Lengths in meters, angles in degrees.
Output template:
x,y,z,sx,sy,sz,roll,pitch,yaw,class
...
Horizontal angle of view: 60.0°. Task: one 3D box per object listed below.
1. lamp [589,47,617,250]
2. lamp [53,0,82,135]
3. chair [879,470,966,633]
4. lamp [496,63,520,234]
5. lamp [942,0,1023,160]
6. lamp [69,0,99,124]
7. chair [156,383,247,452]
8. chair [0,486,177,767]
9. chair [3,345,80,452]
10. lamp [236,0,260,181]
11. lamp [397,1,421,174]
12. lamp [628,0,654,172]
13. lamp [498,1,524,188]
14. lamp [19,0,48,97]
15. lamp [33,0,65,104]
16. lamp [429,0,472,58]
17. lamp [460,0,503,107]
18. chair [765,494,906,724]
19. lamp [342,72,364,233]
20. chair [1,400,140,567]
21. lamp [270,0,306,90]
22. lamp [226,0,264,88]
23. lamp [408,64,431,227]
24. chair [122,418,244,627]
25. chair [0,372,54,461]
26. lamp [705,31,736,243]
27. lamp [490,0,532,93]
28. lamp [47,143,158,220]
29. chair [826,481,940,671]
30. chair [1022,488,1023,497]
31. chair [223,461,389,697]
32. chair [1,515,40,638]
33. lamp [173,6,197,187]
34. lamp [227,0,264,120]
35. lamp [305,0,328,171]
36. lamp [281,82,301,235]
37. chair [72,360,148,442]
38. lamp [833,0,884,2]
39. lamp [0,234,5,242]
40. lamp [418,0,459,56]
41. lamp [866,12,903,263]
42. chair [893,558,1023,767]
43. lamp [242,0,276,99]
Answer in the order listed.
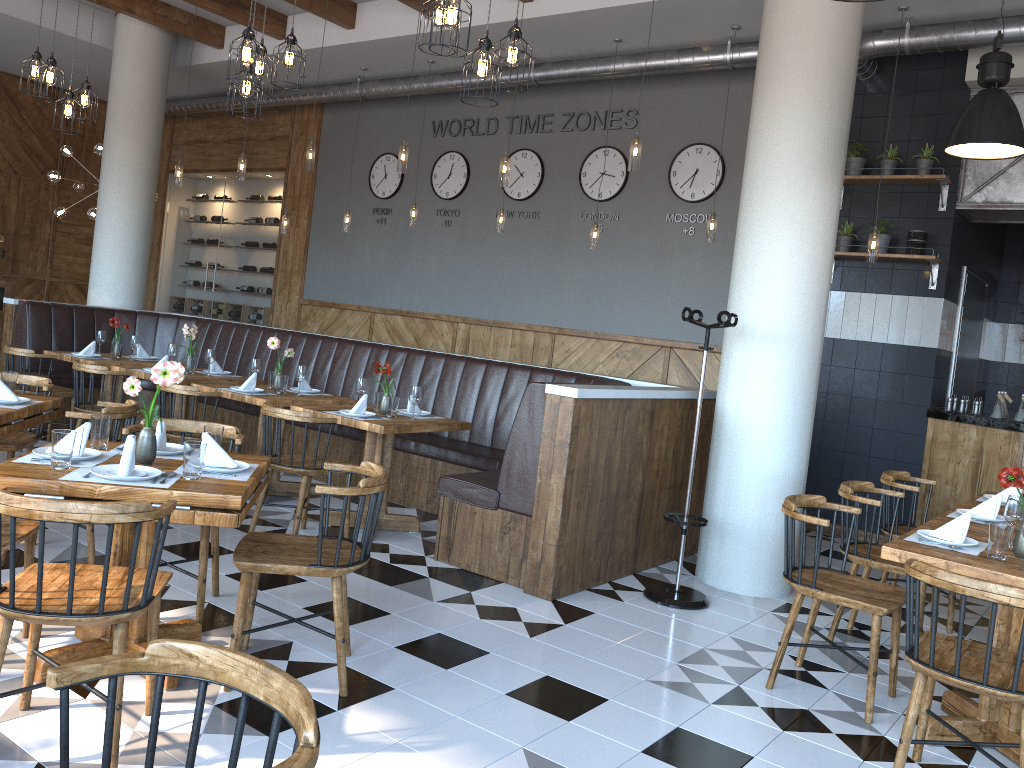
x,y,z,sx,sy,sz,roll,pitch,yaw,class
0.837,-2.176,7.907,0.078,1.962,0.078,6,1,-14,lamp
-3.108,-2.846,6.386,0.175,2.069,0.175,7,1,19,lamp
2.456,0.975,5.298,0.551,0.816,0.519,8,3,36,chair
-0.008,-2.429,8.538,0.078,1.962,0.078,8,2,44,lamp
2.517,-2.108,4.497,0.391,1.863,0.390,7,1,14,lamp
-3.095,-2.991,6.605,0.175,2.069,0.175,6,1,-14,lamp
-2.144,0.399,6.000,0.521,0.816,0.549,8,3,36,chair
-1.336,0.708,2.724,0.519,0.816,0.551,6,2,-9,chair
-3.907,0.110,7.302,0.521,0.816,0.549,8,3,36,chair
-2.527,-2.954,8.587,0.078,1.962,0.078,7,1,22,lamp
-0.804,-2.723,7.320,0.078,1.962,0.078,6,2,-35,lamp
0.941,-2.430,6.031,0.078,1.962,0.078,7,1,12,lamp
0.041,-2.470,6.689,0.078,1.962,0.078,6,1,-14,lamp
-3.293,-3.093,6.288,0.175,2.069,0.175,7,1,19,lamp
-3.129,-3.010,6.171,0.175,2.069,0.175,7,1,8,lamp
-0.169,-2.523,3.962,0.175,2.069,0.175,8,2,43,lamp
-0.036,-2.343,4.117,0.175,2.069,0.175,6,2,-36,lamp
1.435,0.949,3.899,0.551,0.816,0.519,8,3,36,chair
-1.730,-2.660,9.806,0.078,1.962,0.078,7,1,22,lamp
-2.238,0.485,4.522,0.549,0.816,0.520,6,2,-9,chair
-1.207,-2.780,5.183,0.175,2.069,0.175,7,1,7,lamp
-1.355,-2.674,4.833,0.175,2.069,0.175,6,1,-27,lamp
-0.929,-2.615,9.221,0.078,1.962,0.078,6,1,-19,lamp
-1.528,0.602,3.997,0.519,0.816,0.551,6,2,-9,chair
-2.968,0.366,5.060,0.519,0.816,0.551,6,2,-9,chair
1.737,-2.136,7.250,0.078,1.962,0.078,7,1,12,lamp
0.103,-2.471,4.298,0.175,2.069,0.175,7,1,21,lamp
-5.149,-2.885,11.297,1.186,2.190,1.163,6,2,-3,lamp
1.945,0.962,4.598,0.551,0.816,0.519,8,3,36,chair
3.359,1.071,5.416,0.521,0.816,0.549,8,3,36,chair
-0.799,0.721,3.459,0.549,0.816,0.520,6,2,-9,chair
-2.065,0.588,3.262,0.549,0.816,0.520,6,2,-9,chair
-3.374,-3.033,9.210,0.078,1.962,0.078,6,1,-22,lamp
-1.420,-2.564,5.051,0.175,2.069,0.175,7,1,7,lamp
-1.726,-2.908,8.002,0.078,1.962,0.078,6,1,-19,lamp
-2.577,-2.740,10.429,0.078,1.962,0.078,6,1,-22,lamp
-3.025,0.255,6.651,0.521,0.816,0.549,8,3,36,chair
1.157,-2.143,2.635,0.391,1.863,0.390,7,2,24,lamp
-5.297,-1.154,8.868,0.170,0.756,0.445,7,2,11,lamp
-0.235,-2.601,4.156,0.175,2.069,0.175,6,2,-36,lamp
2.755,-1.866,6.492,0.078,1.962,0.078,6,1,-22,lamp
1.582,1.025,3.003,0.521,0.816,0.549,8,3,36,chair
-1.406,-2.751,5.262,0.175,2.069,0.175,6,1,-4,lamp
